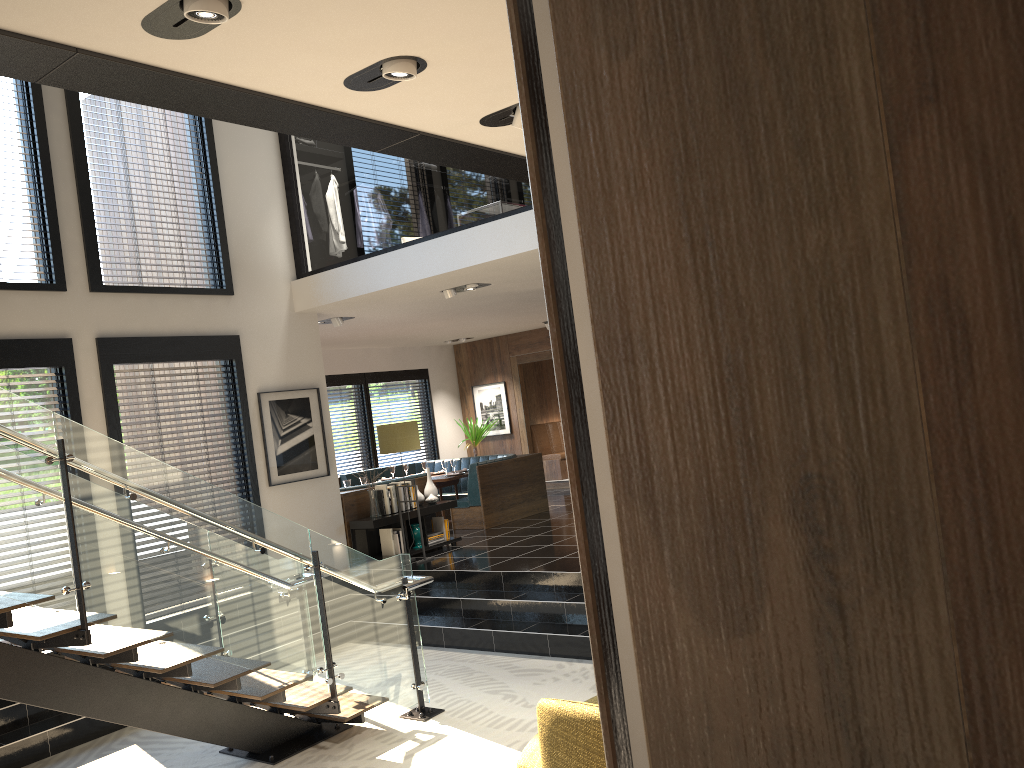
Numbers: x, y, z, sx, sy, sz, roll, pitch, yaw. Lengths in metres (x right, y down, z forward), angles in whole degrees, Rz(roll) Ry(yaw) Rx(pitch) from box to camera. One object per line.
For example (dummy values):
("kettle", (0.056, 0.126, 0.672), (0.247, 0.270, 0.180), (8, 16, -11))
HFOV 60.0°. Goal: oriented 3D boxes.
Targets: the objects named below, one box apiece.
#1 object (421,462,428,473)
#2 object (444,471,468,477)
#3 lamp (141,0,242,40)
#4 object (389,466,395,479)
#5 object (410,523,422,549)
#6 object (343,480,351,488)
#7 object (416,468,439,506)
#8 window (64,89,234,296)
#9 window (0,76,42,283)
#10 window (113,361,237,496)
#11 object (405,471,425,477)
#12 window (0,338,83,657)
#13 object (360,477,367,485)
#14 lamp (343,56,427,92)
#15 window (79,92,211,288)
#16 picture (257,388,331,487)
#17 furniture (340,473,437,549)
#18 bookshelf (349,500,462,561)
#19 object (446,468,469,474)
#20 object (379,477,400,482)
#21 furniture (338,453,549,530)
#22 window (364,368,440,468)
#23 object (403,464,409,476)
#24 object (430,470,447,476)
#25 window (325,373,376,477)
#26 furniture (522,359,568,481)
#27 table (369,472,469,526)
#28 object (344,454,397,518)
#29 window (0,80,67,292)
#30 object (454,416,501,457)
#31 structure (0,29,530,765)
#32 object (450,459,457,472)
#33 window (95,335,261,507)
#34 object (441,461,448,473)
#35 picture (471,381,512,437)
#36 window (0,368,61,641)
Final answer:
("object", (-1.192, 1.175, 12.215), (0.098, 0.191, 0.098), (-8, -1, 35))
("object", (-0.734, 1.171, 11.616), (0.269, 0.051, 0.324), (-9, -2, 41))
("lamp", (-0.931, -1.108, 2.555), (0.347, 0.177, 0.195), (-8, -1, 37))
("object", (-1.644, 1.235, 12.242), (0.098, 0.191, 0.098), (-8, -1, 35))
("object", (-1.031, 1.646, 9.607), (0.125, 0.258, 0.124), (-8, -1, 33))
("object", (-1.920, 1.223, 10.383), (0.098, 0.191, 0.098), (-8, -1, 35))
("object", (-0.974, 1.155, 10.001), (0.319, 0.398, 0.316), (-8, -1, 14))
("window", (-3.359, -2.008, 8.010), (0.358, 2.475, 1.392), (-8, -1, 37))
("window", (-4.370, -1.907, 6.803), (0.005, 2.297, 1.220), (-8, -1, 37))
("window", (-3.039, 0.830, 8.026), (0.005, 2.297, 1.220), (-8, -1, 37))
("object", (-1.344, 1.273, 12.506), (0.325, 0.051, 0.269), (-9, -2, 41))
("window", (-3.984, 0.919, 6.671), (0.358, 2.475, 1.497), (-8, -1, 37))
("object", (-1.760, 1.207, 10.577), (0.098, 0.191, 0.098), (-8, -1, 35))
("lamp", (-0.461, -1.154, 3.171), (0.347, 0.177, 0.195), (-8, -1, 37))
("window", (-3.410, -2.000, 8.060), (0.005, 2.297, 1.220), (-8, -1, 37))
("picture", (-2.158, 0.513, 8.814), (0.028, 0.911, 0.748), (-8, -1, 37))
("furniture", (-2.327, 1.629, 10.559), (2.612, 0.822, 1.364), (-9, -2, 37))
("bookshelf", (-1.126, 1.618, 9.623), (0.356, 0.500, 1.303), (-8, -2, 37))
("object", (-0.731, 1.181, 12.043), (0.325, 0.051, 0.269), (-9, -2, 41))
("object", (-1.740, 1.322, 12.360), (0.269, 0.051, 0.324), (-9, -2, 41))
("furniture", (-0.985, 1.497, 12.251), (2.612, 0.822, 1.364), (-9, -2, 37))
("window", (-1.881, 0.933, 14.862), (0.313, 2.373, 1.504), (-8, -1, 37))
("object", (-1.484, 1.219, 12.436), (0.098, 0.191, 0.098), (-8, -1, 35))
("object", (-1.052, 1.229, 12.281), (0.325, 0.051, 0.269), (-9, -2, 41))
("window", (-2.791, 1.021, 13.670), (0.313, 2.373, 1.504), (-8, -1, 37))
("furniture", (1.552, 0.341, 14.944), (2.641, 2.335, 1.173), (-8, -1, 37))
("table", (-1.146, 1.594, 12.040), (1.540, 0.661, 0.822), (-9, -2, 37))
("object", (-1.451, 1.024, 9.278), (0.607, 0.744, 0.406), (-7, -1, -2))
("window", (-4.319, -1.915, 6.753), (0.358, 2.475, 1.392), (-8, -1, 37))
("object", (-0.499, 1.216, 15.048), (0.818, 1.382, 0.955), (-7, -1, -5))
("structure", (-1.776, 0.313, 4.176), (3.450, 4.867, 7.274), (-8, -1, 37))
("object", (-0.776, 1.111, 11.886), (0.098, 0.191, 0.098), (-8, -1, 35))
("window", (-2.988, 0.822, 7.976), (0.358, 2.475, 1.392), (-8, -1, 37))
("object", (-0.879, 1.120, 11.705), (0.098, 0.191, 0.098), (-8, -1, 35))
("picture", (-0.362, 0.449, 15.476), (0.749, 0.911, 0.028), (-8, -1, 37))
("window", (-4.035, 0.927, 6.721), (0.005, 2.297, 1.312), (-8, -1, 37))
